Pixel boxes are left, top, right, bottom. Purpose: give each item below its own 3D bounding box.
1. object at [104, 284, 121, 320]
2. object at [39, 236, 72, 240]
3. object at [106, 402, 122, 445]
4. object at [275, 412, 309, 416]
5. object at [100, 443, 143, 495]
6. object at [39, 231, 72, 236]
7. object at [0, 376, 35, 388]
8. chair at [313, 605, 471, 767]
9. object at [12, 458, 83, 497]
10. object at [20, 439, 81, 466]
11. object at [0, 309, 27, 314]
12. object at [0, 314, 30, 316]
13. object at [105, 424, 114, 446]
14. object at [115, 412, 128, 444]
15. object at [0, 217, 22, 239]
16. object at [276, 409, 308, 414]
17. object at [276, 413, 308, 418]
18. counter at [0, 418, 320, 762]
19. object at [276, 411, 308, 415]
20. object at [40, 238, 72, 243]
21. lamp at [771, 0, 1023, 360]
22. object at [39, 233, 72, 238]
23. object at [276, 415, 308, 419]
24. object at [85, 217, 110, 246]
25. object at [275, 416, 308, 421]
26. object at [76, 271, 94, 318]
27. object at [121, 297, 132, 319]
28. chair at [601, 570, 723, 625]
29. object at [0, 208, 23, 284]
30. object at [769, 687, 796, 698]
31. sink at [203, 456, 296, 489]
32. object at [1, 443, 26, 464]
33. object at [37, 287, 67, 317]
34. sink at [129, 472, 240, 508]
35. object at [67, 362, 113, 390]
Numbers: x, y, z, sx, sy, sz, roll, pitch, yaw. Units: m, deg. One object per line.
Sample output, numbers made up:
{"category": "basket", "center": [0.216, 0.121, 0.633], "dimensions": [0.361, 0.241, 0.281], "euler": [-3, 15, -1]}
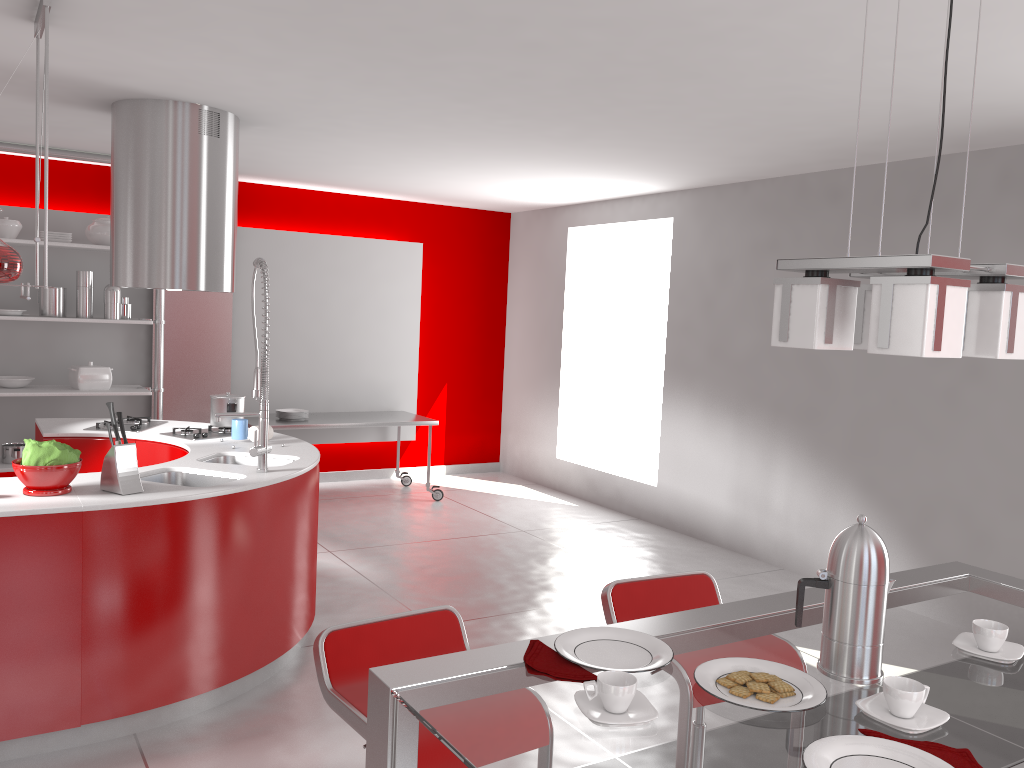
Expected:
{"category": "object", "center": [-2.838, -0.597, 6.301], "dimensions": [0.115, 0.274, 0.115], "euler": [-1, 6, -39]}
{"category": "object", "center": [-3.192, -1.011, 6.199], "dimensions": [0.200, 0.030, 0.200], "euler": [0, 5, -32]}
{"category": "object", "center": [-1.472, 0.232, 3.313], "dimensions": [0.150, 0.322, 0.014], "euler": [5, 5, 29]}
{"category": "object", "center": [-1.755, 0.241, 7.076], "dimensions": [0.228, 0.020, 0.228], "euler": [7, 6, 40]}
{"category": "object", "center": [-1.452, 0.310, 3.304], "dimensions": [0.137, 0.178, 0.091], "euler": [5, 5, 31]}
{"category": "object", "center": [-3.191, -1.041, 6.196], "dimensions": [0.200, 0.030, 0.200], "euler": [0, 5, -32]}
{"category": "object", "center": [-3.503, -0.010, 6.227], "dimensions": [0.272, 0.072, 0.272], "euler": [5, 5, 22]}
{"category": "chair", "center": [-0.203, 1.014, 2.067], "dimensions": [0.418, 0.857, 0.460], "euler": [-1, 6, -36]}
{"category": "object", "center": [-1.694, 0.337, 3.235], "dimensions": [0.228, 0.118, 0.229], "euler": [5, 5, 29]}
{"category": "object", "center": [-1.683, 0.284, 3.236], "dimensions": [0.198, 0.182, 0.193], "euler": [0, 5, -26]}
{"category": "object", "center": [-3.415, -0.482, 5.985], "dimensions": [0.244, 0.042, 0.244], "euler": [7, 6, 42]}
{"category": "object", "center": [-3.416, -0.468, 5.986], "dimensions": [0.280, 0.015, 0.280], "euler": [3, 5, -2]}
{"category": "object", "center": [-1.479, 0.247, 3.287], "dimensions": [0.091, 0.197, 0.009], "euler": [5, 5, 29]}
{"category": "object", "center": [-1.451, 0.247, 3.333], "dimensions": [0.130, 0.279, 0.012], "euler": [5, 5, 29]}
{"category": "object", "center": [-3.433, -1.054, 6.019], "dimensions": [0.192, 0.153, 0.192], "euler": [1, 5, -18]}
{"category": "object", "center": [-1.754, 0.221, 7.074], "dimensions": [0.228, 0.020, 0.228], "euler": [7, 6, 40]}
{"category": "object", "center": [-1.755, 0.251, 7.076], "dimensions": [0.228, 0.020, 0.228], "euler": [7, 6, 40]}
{"category": "counter", "center": [-1.874, 0.778, 3.870], "dimensions": [1.868, 0.880, 2.865], "euler": [3, 5, 2]}
{"category": "object", "center": [-1.754, 0.231, 7.075], "dimensions": [0.228, 0.020, 0.228], "euler": [7, 6, 40]}
{"category": "object", "center": [-3.193, -0.995, 6.200], "dimensions": [0.200, 0.030, 0.200], "euler": [0, 5, -32]}
{"category": "lamp", "center": [0.693, -0.565, 1.500], "dimensions": [0.304, 1.025, 0.304], "euler": [0, 5, -32]}
{"category": "object", "center": [-3.192, -1.026, 6.198], "dimensions": [0.200, 0.030, 0.200], "euler": [0, 5, -32]}
{"category": "object", "center": [-1.756, 0.262, 7.077], "dimensions": [0.228, 0.020, 0.228], "euler": [7, 6, 40]}
{"category": "object", "center": [-2.920, -1.095, 6.397], "dimensions": [0.287, 0.222, 0.287], "euler": [4, 5, 12]}
{"category": "object", "center": [-1.756, 0.272, 7.078], "dimensions": [0.228, 0.020, 0.228], "euler": [7, 6, 40]}
{"category": "object", "center": [-3.010, -0.629, 6.249], "dimensions": [0.109, 0.329, 0.110], "euler": [0, 6, -34]}
{"category": "object", "center": [-2.860, -0.557, 6.513], "dimensions": [0.127, 0.157, 0.127], "euler": [1, 5, -21]}
{"category": "chair", "center": [0.511, 1.013, 2.501], "dimensions": [0.418, 0.857, 0.460], "euler": [0, 5, -27]}
{"category": "object", "center": [-1.835, -0.486, 3.109], "dimensions": [0.213, 0.266, 0.213], "euler": [2, 5, -4]}
{"category": "object", "center": [0.450, 0.512, 1.479], "dimensions": [0.034, 0.006, 0.036], "euler": [0, 5, -28]}
{"category": "sink", "center": [-1.225, 0.453, 4.126], "dimensions": [0.428, 0.172, 0.326], "euler": [3, 5, 7]}
{"category": "object", "center": [-3.457, 0.482, 6.184], "dimensions": [0.196, 0.122, 0.182], "euler": [4, 5, 16]}
{"category": "object", "center": [-3.208, -0.572, 6.184], "dimensions": [0.184, 0.205, 0.172], "euler": [0, 5, -26]}
{"category": "sink", "center": [-1.337, 0.485, 3.653], "dimensions": [0.428, 0.172, 0.326], "euler": [4, 5, 19]}
{"category": "object", "center": [-3.042, -0.063, 6.399], "dimensions": [0.282, 0.197, 0.235], "euler": [-1, 6, -42]}
